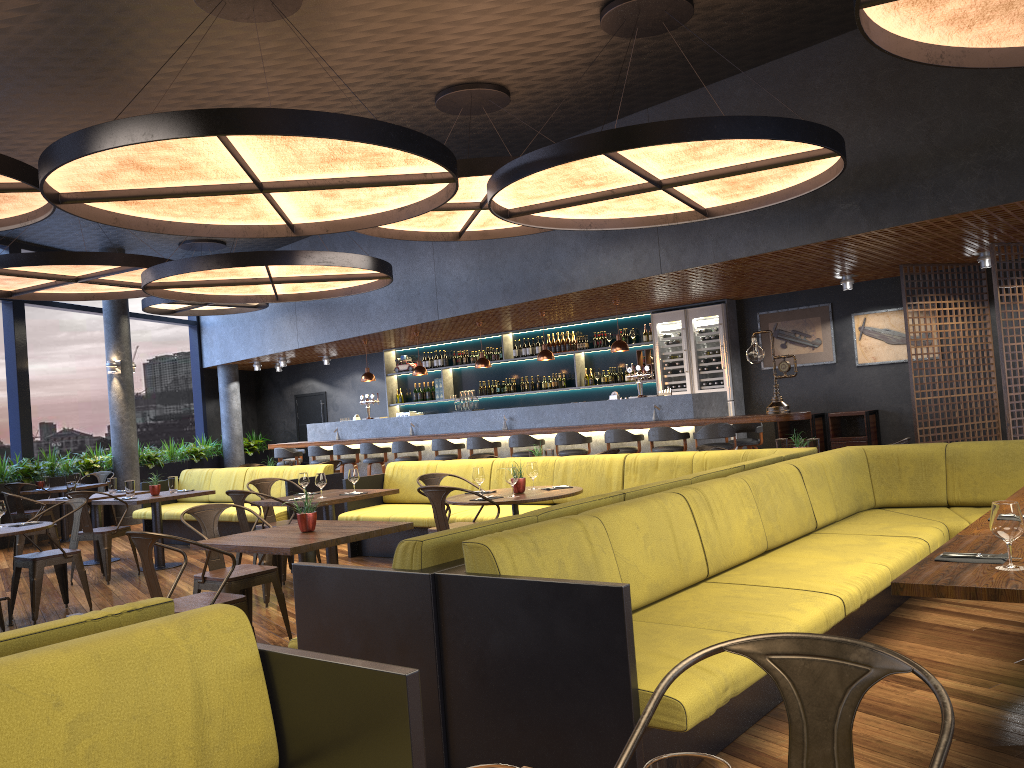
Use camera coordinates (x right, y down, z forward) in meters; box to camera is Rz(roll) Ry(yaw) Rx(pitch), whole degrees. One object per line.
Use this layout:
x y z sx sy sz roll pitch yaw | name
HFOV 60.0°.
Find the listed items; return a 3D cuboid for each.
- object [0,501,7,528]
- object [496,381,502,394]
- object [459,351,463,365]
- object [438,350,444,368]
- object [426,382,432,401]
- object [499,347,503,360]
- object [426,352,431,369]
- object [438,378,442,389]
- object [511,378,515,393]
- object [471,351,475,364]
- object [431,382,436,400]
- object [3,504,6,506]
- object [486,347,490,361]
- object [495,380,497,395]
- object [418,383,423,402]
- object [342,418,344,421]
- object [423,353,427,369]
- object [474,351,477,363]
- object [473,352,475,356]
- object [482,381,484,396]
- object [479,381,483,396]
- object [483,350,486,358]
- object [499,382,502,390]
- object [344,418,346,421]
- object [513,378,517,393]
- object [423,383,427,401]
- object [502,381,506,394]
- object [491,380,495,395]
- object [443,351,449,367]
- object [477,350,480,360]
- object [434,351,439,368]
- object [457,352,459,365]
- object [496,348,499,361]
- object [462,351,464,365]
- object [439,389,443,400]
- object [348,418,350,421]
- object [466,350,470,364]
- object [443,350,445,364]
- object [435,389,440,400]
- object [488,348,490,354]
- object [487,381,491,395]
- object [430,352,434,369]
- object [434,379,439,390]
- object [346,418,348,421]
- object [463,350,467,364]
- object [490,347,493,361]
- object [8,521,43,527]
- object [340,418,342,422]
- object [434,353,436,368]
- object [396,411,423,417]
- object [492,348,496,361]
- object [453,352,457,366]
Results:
-4.056 1.030 7.019 0.097 0.206 0.097 -5 -2 10 | object
-0.228 0.066 15.295 0.088 0.224 0.088 -3 -2 -37 | object
-0.918 -0.461 15.792 0.063 0.254 0.063 -5 -2 10 | object
-1.290 -0.454 16.056 0.085 0.310 0.086 -4 -2 -18 | object
-1.530 0.137 16.291 0.094 0.340 0.094 -4 -2 -12 | object
-0.179 -0.521 15.204 0.088 0.224 0.088 -3 -2 -37 | object
-1.531 -0.430 16.243 0.085 0.310 0.086 -4 -2 -25 | object
-1.267 -0.007 16.091 0.098 0.192 0.080 -6 -2 38 | object
0.014 0.027 15.100 0.063 0.254 0.063 -4 -2 -10 | object
-0.694 -0.467 15.574 0.068 0.217 0.068 -5 -2 28 | object
-1.449 0.133 16.359 0.094 0.340 0.094 -3 -2 -30 | object
-4.067 0.990 6.816 0.260 0.271 0.238 -4 -2 -13 | object
-0.421 -0.511 15.400 0.063 0.254 0.063 -4 -2 -4 | object
-0.276 0.061 15.492 0.063 0.254 0.063 -5 -2 10 | object
-1.702 0.154 16.413 0.094 0.340 0.094 -3 -2 -38 | object
-2.988 0.632 15.683 0.042 0.059 0.042 -6 -2 36 | object
-1.602 -0.422 16.302 0.085 0.310 0.086 -4 -2 -18 | object
-0.630 -0.470 15.642 0.068 0.217 0.068 -3 -2 -32 | object
-0.677 -0.464 15.714 0.068 0.217 0.068 -6 -2 43 | object
-0.498 0.081 15.605 0.063 0.254 0.063 -5 -2 30 | object
-0.550 0.083 15.521 0.063 0.254 0.063 -5 -2 10 | object
-0.492 -0.485 15.587 0.088 0.224 0.088 -6 -2 33 | object
-0.227 0.070 15.409 0.088 0.224 0.088 -5 -2 3 | object
-2.953 0.630 15.712 0.042 0.059 0.042 -6 -2 36 | object
0.048 0.026 15.178 0.063 0.254 0.063 -5 -2 10 | object
-1.618 0.149 16.478 0.094 0.340 0.094 -3 -2 -30 | object
-0.136 0.061 15.366 0.088 0.224 0.088 -5 -2 13 | object
-0.328 0.063 15.420 0.063 0.254 0.063 -4 -2 -24 | object
-1.194 -0.445 15.988 0.083 0.301 0.083 -3 -2 -45 | object
-0.565 -0.482 15.509 0.088 0.224 0.088 -6 -2 33 | object
-1.370 -0.446 16.121 0.085 0.310 0.086 -3 -2 -33 | object
-0.950 -0.455 15.918 0.063 0.254 0.063 -5 -2 15 | object
-0.248 -0.508 15.342 0.068 0.217 0.068 -6 -2 43 | object
-0.876 -0.462 15.864 0.063 0.254 0.063 -5 -2 10 | object
-1.252 0.185 16.086 0.098 0.192 0.080 -6 -2 38 | object
-2.903 0.629 15.799 0.042 0.059 0.042 -6 -2 36 | object
-0.792 -0.470 15.809 0.063 0.254 0.063 -4 -2 -14 | object
-1.231 -0.456 16.131 0.085 0.310 0.086 -4 -2 -11 | object
-1.330 0.193 16.148 0.098 0.192 0.080 -6 -2 38 | object
-0.408 -0.508 15.535 0.063 0.254 0.063 -3 -2 -44 | object
-0.401 0.072 15.529 0.063 0.254 0.063 -4 -2 -5 | object
-1.469 -0.432 16.314 0.085 0.310 0.086 -3 -2 -41 | object
-1.344 0.001 16.155 0.098 0.192 0.080 -6 -2 38 | object
-2.935 0.630 15.760 0.042 0.059 0.042 -6 -2 36 | object
-0.833 -0.470 15.701 0.063 0.254 0.063 -3 -2 -34 | object
-0.357 -0.514 15.463 0.063 0.254 0.063 -4 -2 -24 | object
-3.875 1.111 7.030 0.157 0.019 0.255 -6 -2 36 | object
-3.018 0.633 15.646 0.042 0.059 0.042 -6 -2 36 | object
-1.394 -0.440 16.253 0.085 0.310 0.086 -4 -2 -25 | object
-1.949 0.788 16.487 0.355 0.569 0.550 -6 -2 38 | object
-0.311 -0.506 15.273 0.068 0.217 0.068 -5 -2 23 | object
-1.026 -0.451 15.841 0.063 0.254 0.063 -5 -2 20 | object
